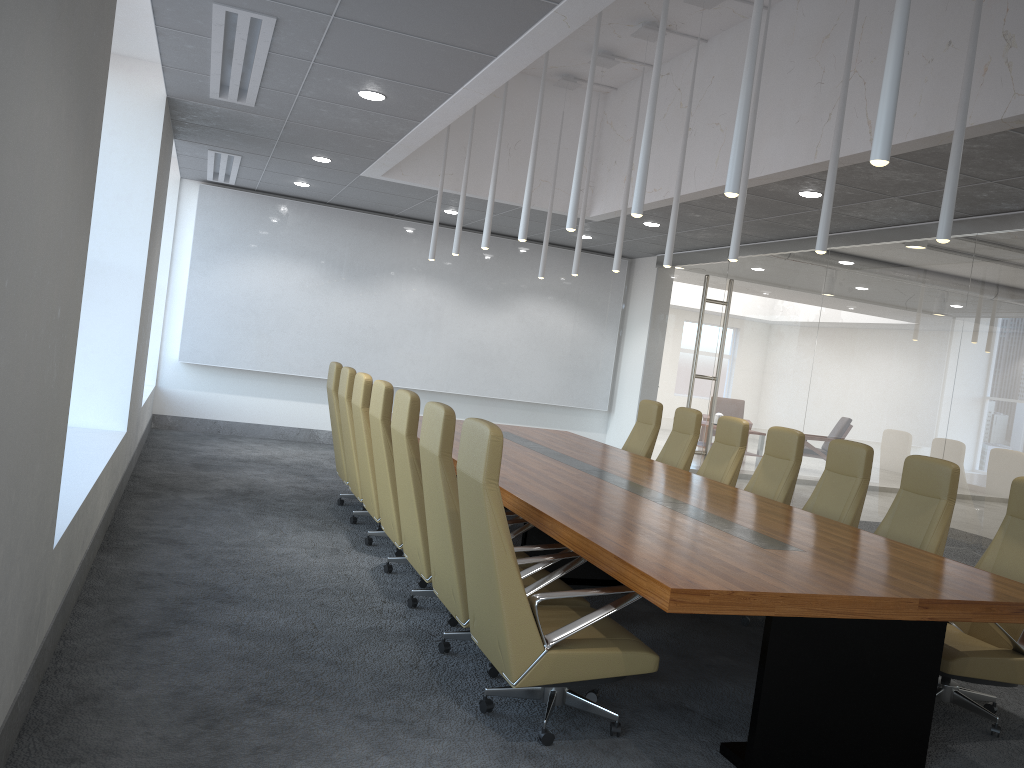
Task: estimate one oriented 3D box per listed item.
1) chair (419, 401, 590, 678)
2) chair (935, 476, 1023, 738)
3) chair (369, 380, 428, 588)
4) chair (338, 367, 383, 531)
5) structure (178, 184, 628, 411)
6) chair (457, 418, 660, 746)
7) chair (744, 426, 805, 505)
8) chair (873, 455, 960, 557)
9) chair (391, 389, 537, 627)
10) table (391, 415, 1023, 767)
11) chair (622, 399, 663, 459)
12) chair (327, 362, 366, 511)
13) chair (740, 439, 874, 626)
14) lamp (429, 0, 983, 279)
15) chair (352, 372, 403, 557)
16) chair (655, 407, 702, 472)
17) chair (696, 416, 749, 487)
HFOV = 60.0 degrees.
[{"bbox_3d":[-0.075,0.850,5.012,0.955,1.406,0.711,7,2,-20],"label":"chair"},{"bbox_3d":[2.686,1.216,5.155,0.955,1.406,0.711,7,2,-20],"label":"chair"},{"bbox_3d":[-0.605,0.722,6.531,0.955,1.406,0.711,7,2,-20],"label":"chair"},{"bbox_3d":[-1.127,0.596,8.028,0.955,1.406,0.711,7,2,-20],"label":"chair"},{"bbox_3d":[0.862,-0.616,6.923,6.600,2.466,13.989,7,2,-20],"label":"structure"},{"bbox_3d":[0.182,0.913,4.274,0.955,1.406,0.711,7,2,-20],"label":"chair"},{"bbox_3d":[1.831,1.018,7.400,0.955,1.406,0.711,7,2,-20],"label":"chair"},{"bbox_3d":[2.355,1.144,5.898,0.955,1.406,0.711,7,2,-20],"label":"chair"},{"bbox_3d":[-0.341,0.786,5.774,0.955,1.406,0.711,7,2,-20],"label":"chair"},{"bbox_3d":[0.577,1.122,6.966,2.300,0.895,6.500,7,2,-20],"label":"table"},{"bbox_3d":[1.042,0.827,9.663,0.955,1.406,0.711,7,2,-20],"label":"chair"},{"bbox_3d":[-1.388,0.533,8.778,0.955,1.406,0.711,7,2,-20],"label":"chair"},{"bbox_3d":[2.094,1.081,6.647,0.955,1.406,0.711,7,2,-20],"label":"chair"},{"bbox_3d":[1.025,-2.206,6.841,2.619,2.378,7.258,7,2,-20],"label":"lamp"},{"bbox_3d":[-0.872,0.658,7.297,0.955,1.406,0.711,7,2,-20],"label":"chair"},{"bbox_3d":[1.305,0.890,8.910,0.955,1.406,0.711,7,2,-20],"label":"chair"},{"bbox_3d":[1.570,0.954,8.149,0.955,1.406,0.711,7,2,-20],"label":"chair"}]
